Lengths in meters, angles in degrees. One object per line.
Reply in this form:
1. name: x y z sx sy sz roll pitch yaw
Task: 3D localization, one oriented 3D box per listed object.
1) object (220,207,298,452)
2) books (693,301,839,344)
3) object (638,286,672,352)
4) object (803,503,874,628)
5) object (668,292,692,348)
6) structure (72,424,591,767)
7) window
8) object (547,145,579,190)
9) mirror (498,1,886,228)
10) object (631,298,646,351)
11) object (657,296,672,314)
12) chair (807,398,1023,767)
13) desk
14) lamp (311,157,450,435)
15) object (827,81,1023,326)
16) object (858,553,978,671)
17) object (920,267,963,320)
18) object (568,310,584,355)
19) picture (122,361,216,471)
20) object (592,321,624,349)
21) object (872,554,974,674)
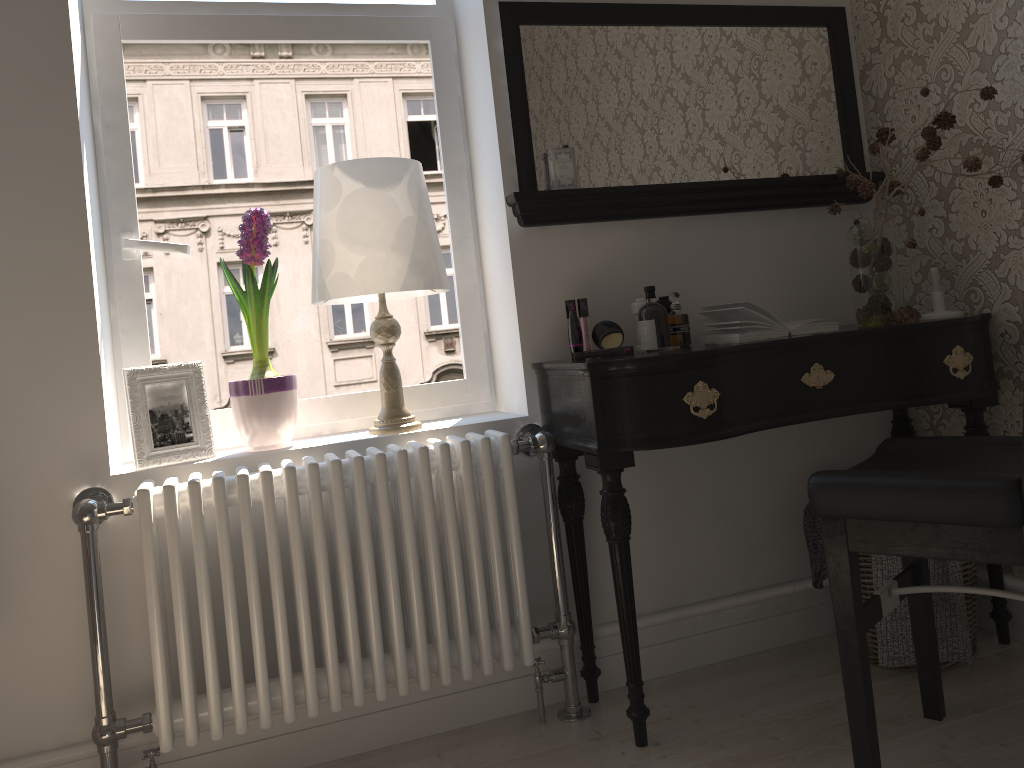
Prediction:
1. object: -0.606 -0.135 2.100 0.157 0.580 0.155 -5 -2 -33
2. books: 0.628 -0.163 2.217 0.279 0.096 0.225 -7 3 -16
3. object: 0.339 -0.156 2.117 0.070 0.159 0.070 -6 -2 -24
4. object: 0.914 0.459 2.216 0.368 0.333 0.301 -6 0 -17
5. object: 0.406 -0.156 2.163 0.054 0.139 0.054 -7 -2 21
6. structure: -0.361 0.497 1.932 1.071 0.685 0.165 -7 -2 -18
7. window: -0.582 -0.757 2.304 0.952 1.790 0.110 -6 -2 -18
8. object: 0.128 -0.544 2.228 0.072 0.122 0.036 -6 -2 -13
9. mirror: 0.499 -0.740 2.360 1.121 0.575 0.066 -7 -2 -18
10. object: 0.333 -0.148 2.211 0.057 0.134 0.058 -7 -2 33
11. object: 0.399 -0.158 2.262 0.057 0.134 0.058 -7 -2 33
12. chair: 0.863 0.288 1.618 0.454 0.865 0.458 -7 -2 42
13. desk: 0.681 0.296 2.146 1.108 0.826 0.433 -7 -1 -18
14. lamp: -0.321 -0.208 2.178 0.339 0.655 0.340 -6 -1 -6
15. object: 0.997 -0.436 2.172 0.538 0.601 0.318 -6 -1 43
16. object: 0.983 0.455 2.237 0.392 0.434 0.394 -6 0 14
17. object: 1.078 -0.230 2.239 0.104 0.131 0.105 -6 0 17
18. object: 0.153 -0.119 2.125 0.030 0.121 0.054 -7 -2 20
19. picture: -0.769 0.067 1.985 0.177 0.226 0.049 -6 -2 -38
20. object: 0.225 -0.110 2.131 0.079 0.086 0.083 -6 0 22
21. object: 0.970 0.471 2.195 0.289 0.357 0.350 -6 0 21
